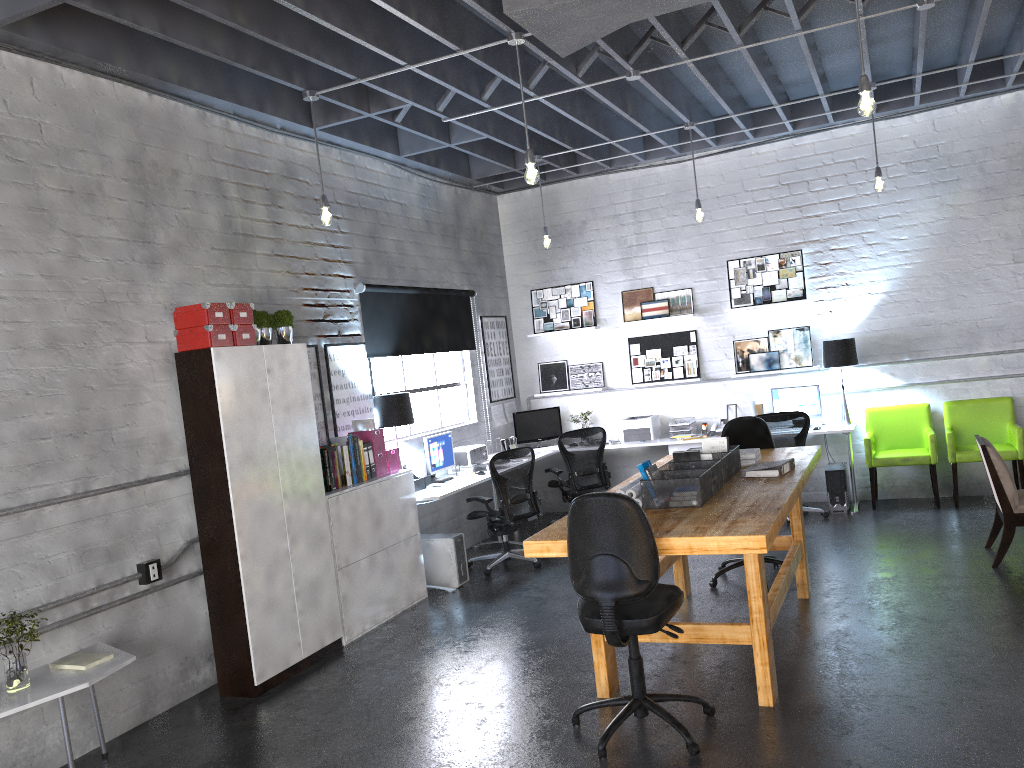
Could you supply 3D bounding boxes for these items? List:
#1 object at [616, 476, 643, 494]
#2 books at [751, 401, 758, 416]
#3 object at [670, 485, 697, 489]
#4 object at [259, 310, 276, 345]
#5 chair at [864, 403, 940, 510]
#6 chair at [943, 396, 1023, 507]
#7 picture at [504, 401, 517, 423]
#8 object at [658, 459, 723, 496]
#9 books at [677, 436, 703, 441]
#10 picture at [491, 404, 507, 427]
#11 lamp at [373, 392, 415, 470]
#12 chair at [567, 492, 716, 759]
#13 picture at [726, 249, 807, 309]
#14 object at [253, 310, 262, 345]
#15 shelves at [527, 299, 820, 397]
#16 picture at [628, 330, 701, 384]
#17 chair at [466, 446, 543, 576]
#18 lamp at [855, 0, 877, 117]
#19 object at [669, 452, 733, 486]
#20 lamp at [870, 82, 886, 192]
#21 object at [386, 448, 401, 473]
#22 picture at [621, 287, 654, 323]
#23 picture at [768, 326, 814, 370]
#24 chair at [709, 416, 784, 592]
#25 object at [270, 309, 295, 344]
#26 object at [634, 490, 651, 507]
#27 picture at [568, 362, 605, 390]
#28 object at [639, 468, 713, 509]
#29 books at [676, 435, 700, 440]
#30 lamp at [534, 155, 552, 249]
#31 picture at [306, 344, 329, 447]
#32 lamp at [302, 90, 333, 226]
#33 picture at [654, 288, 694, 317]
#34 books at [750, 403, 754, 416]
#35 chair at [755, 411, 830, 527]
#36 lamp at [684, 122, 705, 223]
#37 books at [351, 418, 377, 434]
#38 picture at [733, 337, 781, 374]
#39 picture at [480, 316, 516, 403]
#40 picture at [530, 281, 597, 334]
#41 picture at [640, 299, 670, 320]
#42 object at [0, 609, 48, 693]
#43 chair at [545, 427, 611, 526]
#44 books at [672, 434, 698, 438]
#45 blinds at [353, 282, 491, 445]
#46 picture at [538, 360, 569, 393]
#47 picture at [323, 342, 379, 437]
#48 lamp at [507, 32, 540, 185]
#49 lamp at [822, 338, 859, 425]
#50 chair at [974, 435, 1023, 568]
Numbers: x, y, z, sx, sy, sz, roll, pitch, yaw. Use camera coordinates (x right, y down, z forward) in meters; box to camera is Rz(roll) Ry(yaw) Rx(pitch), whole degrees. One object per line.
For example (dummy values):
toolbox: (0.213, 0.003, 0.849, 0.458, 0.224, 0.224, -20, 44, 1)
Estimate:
object: (0.697, 0.565, 4.961, 0.057, 0.057, 0.634, -6, 2, 24)
books: (2.463, 0.325, 8.950, 0.043, 0.296, 0.210, -6, 2, 24)
object: (0.993, 0.565, 4.964, 0.234, 0.022, 0.185, -6, 2, 17)
object: (-1.610, -0.358, 5.715, 0.169, 0.240, 0.171, -8, 2, -27)
chair: (3.681, 0.677, 8.387, 0.612, 0.921, 0.515, -6, 2, 24)
chair: (4.313, 0.611, 8.104, 0.612, 0.921, 0.515, -6, 2, 24)
picture: (0.001, 0.314, 9.905, 0.036, 0.221, 0.289, -6, 2, 24)
object: (0.995, 0.530, 4.962, 0.317, 0.156, 0.305, -6, 2, 24)
books: (1.794, 0.547, 8.949, 0.211, 0.014, 0.148, -7, 2, -12)
picture: (-0.138, 0.338, 9.587, 0.036, 0.221, 0.289, -6, 2, 24)
lamp: (-0.940, 0.497, 7.266, 0.333, 0.832, 0.333, -7, 2, -15)
chair: (0.523, 1.032, 4.111, 0.659, 1.165, 0.686, -6, 2, 22)
picture: (2.567, -1.054, 8.965, 0.749, 0.504, 0.058, -6, 3, 24)
object: (-1.644, -0.350, 5.569, 0.171, 0.240, 0.169, -8, 3, -37)
shelves: (1.624, -0.351, 9.366, 3.026, 0.694, 0.199, -6, 2, 24)
picture: (1.616, -0.283, 9.453, 0.749, 0.504, 0.058, -6, 3, 24)
chair: (-0.104, 1.078, 7.739, 0.753, 1.032, 0.731, -6, 2, 28)
lamp: (1.758, -1.797, 4.494, 0.104, 0.879, 0.104, -6, 3, 24)
object: (1.118, 0.509, 5.243, 0.317, 0.156, 0.305, -6, 2, 24)
lamp: (2.970, -2.010, 7.257, 0.104, 0.879, 0.104, -6, 3, 24)
object: (-1.016, 0.606, 6.966, 0.214, 0.177, 0.161, -6, 2, 24)
picture: (1.358, -0.847, 9.522, 0.355, 0.343, 0.042, -6, 3, 24)
picture: (2.805, -0.360, 8.931, 0.410, 0.409, 0.047, -6, 3, 24)
chair: (1.721, 0.834, 6.375, 0.659, 1.165, 0.686, -6, 2, 22)
object: (-1.508, -0.373, 5.832, 0.169, 0.240, 0.171, -6, 2, 23)
object: (0.779, 0.606, 4.929, 0.058, 0.057, 0.634, -6, 2, 24)
picture: (0.820, -0.086, 9.826, 0.410, 0.277, 0.036, -6, 3, 24)
object: (0.872, 0.552, 4.681, 0.317, 0.156, 0.305, -6, 2, 24)
books: (1.773, 0.535, 8.944, 0.211, 0.014, 0.148, -7, 1, -1)
lamp: (0.289, -1.730, 8.456, 0.104, 0.879, 0.104, -6, 3, 24)
picture: (-1.558, 0.109, 6.470, 0.020, 0.781, 0.606, -6, 2, 24)
lamp: (-1.275, -1.480, 5.851, 0.104, 0.879, 0.104, -6, 3, 24)
picture: (1.711, -0.850, 9.364, 0.410, 0.277, 0.036, -6, 3, 24)
books: (2.454, 0.327, 8.950, 0.036, 0.296, 0.210, -6, 2, 24)
chair: (2.488, 0.761, 8.337, 0.731, 1.032, 0.752, -7, 2, -7)
lamp: (1.621, -1.869, 7.861, 0.104, 0.879, 0.104, -6, 3, 24)
books: (-1.118, 0.399, 6.777, 0.192, 0.267, 0.060, -6, 3, 24)
picture: (2.500, -0.295, 9.062, 0.452, 0.345, 0.054, -6, 3, 24)
picture: (-0.149, -0.282, 9.717, 0.020, 0.936, 0.657, -6, 2, 24)
picture: (0.568, -0.844, 9.859, 0.749, 0.504, 0.058, -6, 3, 24)
picture: (1.522, -0.790, 9.436, 0.311, 0.196, 0.029, -6, 3, 24)
object: (-2.269, 1.226, 4.069, 0.270, 0.363, 0.297, -8, 2, -31)
chair: (0.638, 0.959, 8.998, 0.731, 1.032, 0.753, -9, 3, -42)
books: (1.746, 0.524, 8.952, 0.211, 0.014, 0.148, -5, 2, 39)
blinds: (-0.741, -0.100, 8.252, 0.100, 1.633, 2.117, -6, 2, 24)
picture: (0.468, -0.082, 9.983, 0.355, 0.343, 0.042, -6, 3, 24)
picture: (-1.278, 0.060, 7.110, 0.020, 0.781, 0.606, -6, 2, 24)
lamp: (0.072, -1.621, 5.248, 0.104, 0.879, 0.104, -6, 3, 24)
lamp: (3.194, -0.018, 8.568, 0.333, 0.832, 0.333, -7, 2, -15)
chair: (3.662, 0.777, 6.132, 0.725, 0.843, 0.574, -6, 2, 24)
